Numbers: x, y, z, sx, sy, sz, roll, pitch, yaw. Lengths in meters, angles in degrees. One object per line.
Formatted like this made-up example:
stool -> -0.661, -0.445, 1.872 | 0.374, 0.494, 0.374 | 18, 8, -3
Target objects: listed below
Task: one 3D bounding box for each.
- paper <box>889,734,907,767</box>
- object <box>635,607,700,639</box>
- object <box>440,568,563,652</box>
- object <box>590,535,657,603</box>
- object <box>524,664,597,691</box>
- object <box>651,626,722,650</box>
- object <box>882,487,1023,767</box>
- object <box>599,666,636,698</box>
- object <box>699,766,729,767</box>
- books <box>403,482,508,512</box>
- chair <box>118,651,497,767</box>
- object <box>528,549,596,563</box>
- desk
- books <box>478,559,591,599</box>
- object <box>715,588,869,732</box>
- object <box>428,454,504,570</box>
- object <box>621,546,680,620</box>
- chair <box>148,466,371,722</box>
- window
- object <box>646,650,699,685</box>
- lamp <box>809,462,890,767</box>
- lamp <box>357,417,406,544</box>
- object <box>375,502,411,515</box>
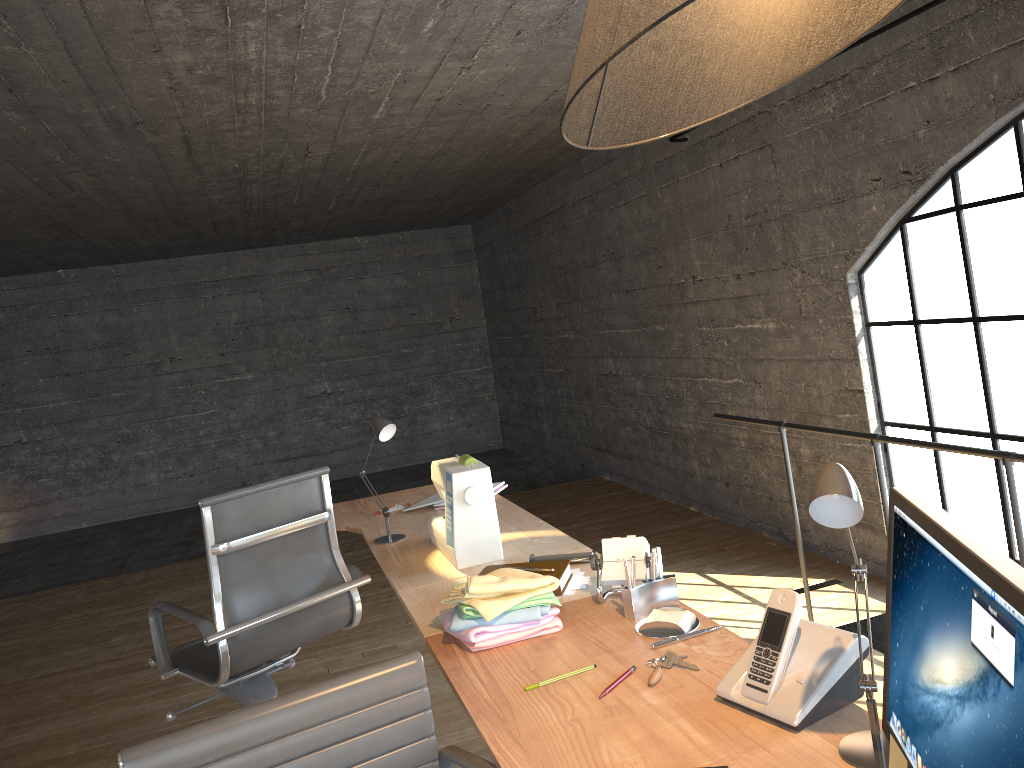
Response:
paper -> 0.456, 0.468, 1.050 | 0.019, 0.074, 0.079 | -8, 2, 9
object -> 0.315, 0.483, 1.802 | 0.132, 0.026, 0.132 | -9, 4, -16
object -> -0.026, 0.469, 1.941 | 0.256, 0.130, 0.252 | -9, 3, -13
object -> 0.261, 0.420, 2.011 | 0.154, 0.135, 0.099 | -8, 1, 19
object -> 0.091, 0.539, 1.622 | 0.148, 0.007, 0.008 | -10, 3, -23
object -> 0.342, 0.493, 1.723 | 0.159, 0.011, 0.011 | -10, 2, -19
object -> 0.461, 0.349, 0.890 | 0.285, 0.391, 0.471 | -8, 2, 9
object -> 0.186, 0.529, 1.567 | 0.012, 0.009, 0.126 | -7, 5, 37
object -> 0.175, 0.573, 1.009 | 0.186, 0.011, 0.492 | -8, 4, 9
books -> -0.211, 0.426, 3.395 | 0.316, 0.044, 0.309 | -7, 5, 19
chair -> -0.171, 0.923, 1.227 | 0.657, 0.859, 0.681 | -9, 1, -29
object -> 0.134, 0.465, 2.367 | 0.180, 0.026, 0.075 | -7, 4, 14
desk -> -0.397, 0.960, 1.973 | 1.641, 0.738, 3.504 | -9, 4, -15
books -> 0.052, 0.476, 2.199 | 0.289, 0.054, 0.262 | -6, 5, 25
object -> 0.445, 0.424, 1.426 | 0.191, 0.165, 0.168 | -10, 2, -31
object -> -0.160, 0.356, 2.639 | 0.137, 0.284, 0.402 | -8, 2, -16
object -> 0.296, 0.426, 1.907 | 0.134, 0.129, 0.039 | -9, 0, -21
chair -> -0.851, 0.819, 2.833 | 0.680, 1.016, 0.657 | -8, 1, 43
window -> 0.963, 0.148, 0.218 | 3.167, 1.870, 7.001 | -6, 4, 34
object -> 0.285, 0.506, 1.587 | 0.097, 0.024, 0.107 | -8, 4, -2
lamp -> 0.491, 0.307, 1.244 | 0.104, 0.409, 0.209 | -9, 0, 42
lamp -> -0.439, 0.312, 2.928 | 0.106, 0.409, 0.206 | -8, 0, -30
object -> -0.461, 0.478, 3.405 | 0.142, 0.013, 0.127 | -9, 4, -13
